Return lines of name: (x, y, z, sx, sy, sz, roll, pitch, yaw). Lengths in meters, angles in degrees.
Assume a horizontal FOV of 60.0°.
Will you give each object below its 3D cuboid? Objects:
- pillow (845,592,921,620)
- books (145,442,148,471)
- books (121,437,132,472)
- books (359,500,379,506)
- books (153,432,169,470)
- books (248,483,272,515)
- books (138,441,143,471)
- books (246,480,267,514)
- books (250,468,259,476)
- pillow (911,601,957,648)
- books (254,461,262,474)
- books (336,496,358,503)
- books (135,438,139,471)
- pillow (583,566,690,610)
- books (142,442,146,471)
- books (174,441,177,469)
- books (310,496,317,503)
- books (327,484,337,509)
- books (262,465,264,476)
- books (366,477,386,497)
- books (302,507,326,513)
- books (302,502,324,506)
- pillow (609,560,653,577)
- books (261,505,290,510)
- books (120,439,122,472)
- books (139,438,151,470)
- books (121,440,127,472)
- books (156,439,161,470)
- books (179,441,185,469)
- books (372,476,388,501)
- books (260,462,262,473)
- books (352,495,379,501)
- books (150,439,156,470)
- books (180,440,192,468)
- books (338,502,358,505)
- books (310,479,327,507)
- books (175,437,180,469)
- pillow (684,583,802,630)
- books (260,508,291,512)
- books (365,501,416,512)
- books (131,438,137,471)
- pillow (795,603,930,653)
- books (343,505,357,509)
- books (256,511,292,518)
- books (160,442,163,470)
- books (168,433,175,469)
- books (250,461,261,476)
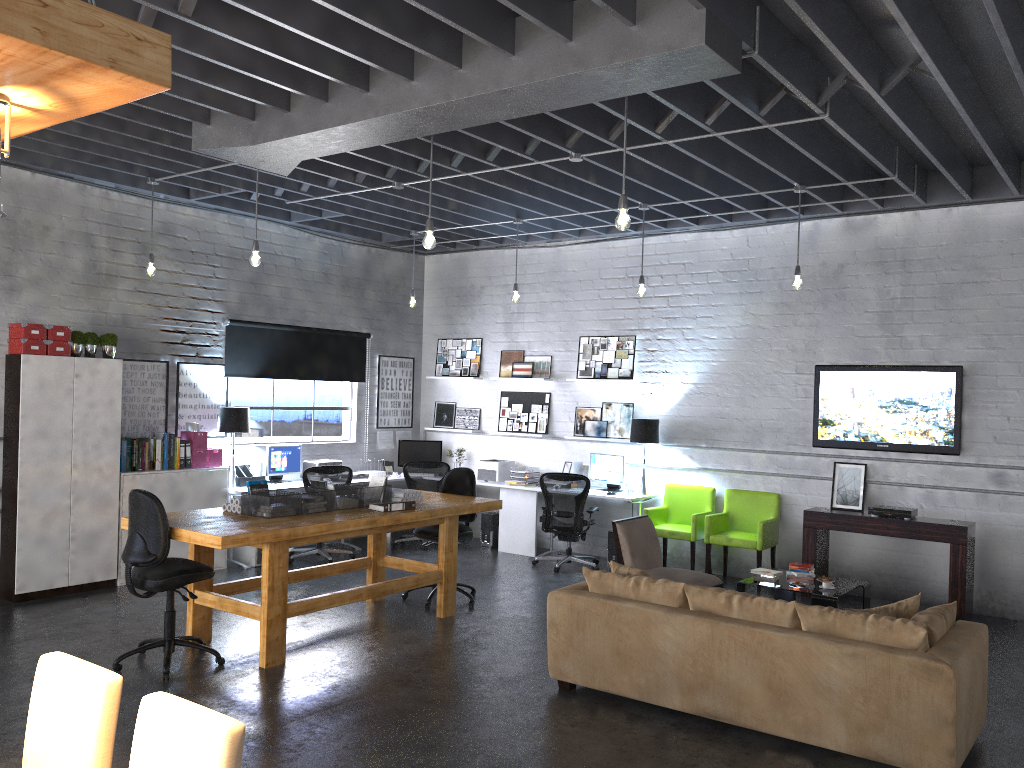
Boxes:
pillow: (2.045, 1.364, 4.949, 0.550, 0.423, 0.243, 2, 0, -13)
books: (-3.483, 0.676, 8.350, 0.161, 0.266, 0.027, 2, 0, 36)
books: (-3.607, 0.649, 8.221, 0.180, 0.310, 0.060, 2, 0, 36)
books: (-1.191, 0.935, 7.045, 0.249, 0.031, 0.184, 1, -1, 38)
books: (-3.374, 0.641, 8.513, 0.176, 0.346, 0.053, 2, 0, 36)
books: (-1.807, 0.826, 6.375, 0.097, 0.209, 0.158, 2, 0, 36)
books: (-3.527, 0.670, 8.309, 0.167, 0.275, 0.037, 2, 0, 36)
books: (-1.825, 0.813, 6.406, 0.108, 0.234, 0.166, 2, 0, 36)
books: (-2.761, 0.991, 9.508, 0.134, 0.176, 0.020, 2, 0, 36)
pillow: (2.241, 1.412, 4.850, 0.238, 0.375, 0.749, 2, 0, 36)
books: (-2.765, 0.956, 9.552, 0.175, 0.244, 0.026, 2, 0, 36)
books: (-1.337, 0.899, 6.868, 0.248, 0.021, 0.177, 1, -1, 36)
books: (-3.559, 0.655, 8.288, 0.182, 0.302, 0.034, 2, 0, 36)
pillow: (0.800, 1.357, 5.469, 0.704, 0.402, 0.291, 1, 0, 36)
books: (-3.501, 0.675, 8.330, 0.161, 0.266, 0.026, 2, 0, 36)
books: (-3.306, 0.684, 8.597, 0.161, 0.266, 0.026, 2, 0, 36)
books: (-1.541, 0.852, 6.593, 0.232, 0.027, 0.185, 2, -1, 8)
books: (-1.391, 0.854, 6.742, 0.143, 0.188, 0.061, 2, 0, 36)
books: (-2.747, 0.959, 9.572, 0.172, 0.243, 0.026, 2, 0, 36)
books: (-1.107, 0.862, 7.163, 0.158, 0.200, 0.082, 2, 0, 36)
books: (-1.535, 0.926, 6.590, 0.250, 0.031, 0.185, 1, -1, 33)
books: (-1.532, 0.877, 6.590, 0.250, 0.022, 0.205, 1, -1, 41)
pillow: (0.814, 1.359, 5.722, 0.319, 0.403, 0.523, 2, 0, -34)
books: (-1.680, 0.873, 6.307, 0.127, 0.022, 0.181, 1, -1, 31)
books: (-3.648, 0.651, 8.137, 0.182, 0.302, 0.034, 2, 0, 36)
books: (-3.474, 0.660, 8.376, 0.159, 0.298, 0.026, 2, 0, 36)
books: (-3.620, 0.660, 8.165, 0.174, 0.286, 0.045, 2, 0, 36)
books: (-3.415, 0.669, 8.448, 0.174, 0.286, 0.045, 2, 0, 36)
books: (-3.283, 0.687, 8.676, 0.219, 0.267, 0.060, 2, 0, 41)
books: (-1.086, 0.856, 7.187, 0.171, 0.210, 0.046, 2, 0, 36)
books: (-2.765, 0.958, 9.546, 0.173, 0.243, 0.026, 2, 0, 36)
books: (-1.201, 0.908, 7.045, 0.233, 0.022, 0.184, 1, -1, 34)
books: (-3.448, 0.664, 8.409, 0.170, 0.293, 0.057, 2, 0, 36)
books: (-3.247, 0.687, 8.725, 0.220, 0.271, 0.082, 2, 0, 36)
books: (-1.338, 0.919, 6.868, 0.248, 0.021, 0.177, 1, -1, 36)
books: (-1.464, 0.839, 6.758, 0.158, 0.214, 0.063, 2, 0, 36)
books: (-3.287, 0.669, 8.616, 0.159, 0.298, 0.026, 2, 0, 36)
pillow: (1.345, 1.368, 5.069, 0.666, 0.402, 0.291, 1, 0, 36)
books: (-1.674, 0.894, 6.308, 0.141, 0.021, 0.203, 1, -1, 37)
books: (-0.935, 0.930, 6.825, 0.298, 0.067, 0.244, 2, -1, -44)
books: (-3.561, 0.655, 8.247, 0.182, 0.302, 0.034, 2, 0, 36)
pillow: (1.866, 1.380, 4.677, 0.663, 0.386, 0.308, 1, 0, 38)
books: (-1.338, 0.939, 6.869, 0.248, 0.021, 0.177, 1, -1, 37)
books: (-1.678, 0.919, 6.310, 0.155, 0.029, 0.226, 1, -1, 36)
books: (-3.399, 0.680, 8.480, 0.161, 0.266, 0.027, 2, 0, 36)
books: (-3.341, 0.646, 8.565, 0.197, 0.339, 0.065, 2, 0, 36)
books: (-2.768, 0.958, 9.543, 0.172, 0.243, 0.026, 2, 0, 36)
